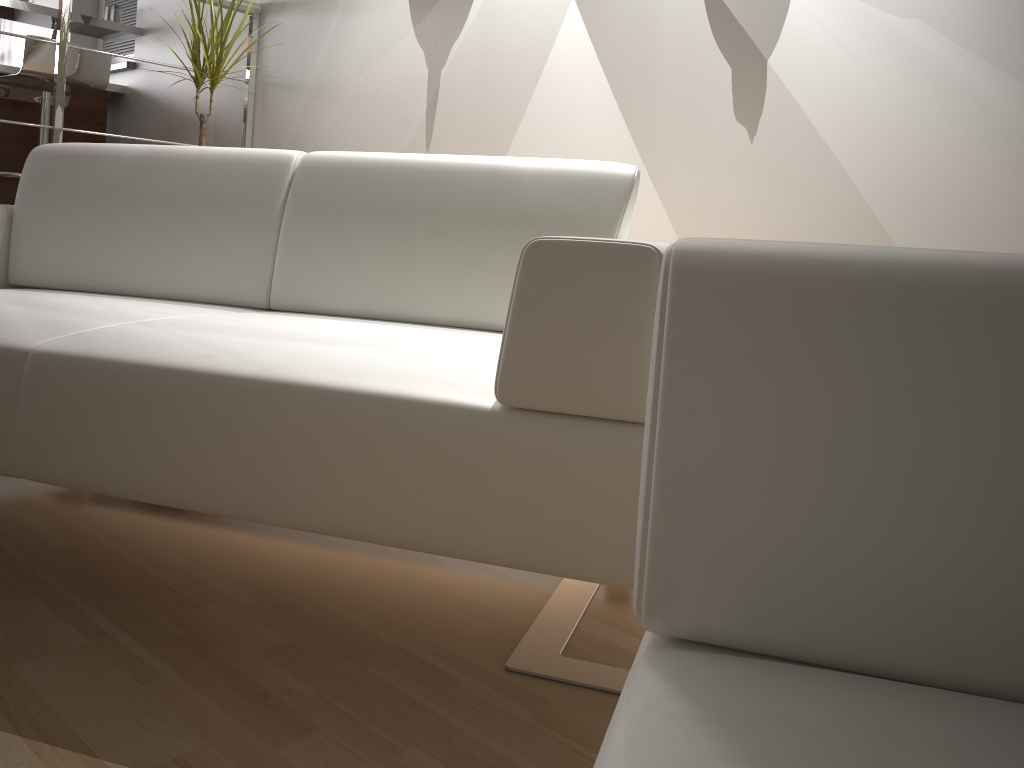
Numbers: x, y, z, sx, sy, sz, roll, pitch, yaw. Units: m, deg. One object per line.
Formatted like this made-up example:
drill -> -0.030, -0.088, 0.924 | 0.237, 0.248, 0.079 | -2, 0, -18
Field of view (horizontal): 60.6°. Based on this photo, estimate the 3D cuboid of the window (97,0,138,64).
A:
window -> -2.101, -2.349, 4.873 | 0.850, 1.262, 0.141 | 6, 2, 42

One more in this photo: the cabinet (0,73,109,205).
cabinet -> -2.941, -1.101, 4.012 | 0.639, 0.745, 1.851 | 7, 8, 42

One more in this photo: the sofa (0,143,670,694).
sofa -> -0.554, -0.107, 1.657 | 1.788, 0.736, 0.912 | 6, 6, 17

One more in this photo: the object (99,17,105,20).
object -> -2.064, -1.831, 4.420 | 0.051, 0.045, 0.051 | 4, 5, -1

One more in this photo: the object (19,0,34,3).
object -> -2.294, -1.797, 4.102 | 0.079, 0.045, 0.068 | 2, 7, -11

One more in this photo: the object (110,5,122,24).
object -> -2.010, -1.865, 4.449 | 0.053, 0.111, 0.052 | 5, 2, 26

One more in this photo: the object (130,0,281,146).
object -> -1.025, -0.703, 2.887 | 0.500, 1.468, 0.443 | 3, 1, -35

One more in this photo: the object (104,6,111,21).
object -> -2.058, -1.873, 4.483 | 0.053, 0.109, 0.052 | 5, 2, 26

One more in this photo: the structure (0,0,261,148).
structure -> -1.882, -0.992, 2.842 | 0.057, 1.044, 2.327 | 4, 6, 42

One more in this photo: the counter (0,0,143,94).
counter -> -2.780, -1.631, 4.043 | 0.847, 0.316, 2.106 | 11, 12, 41

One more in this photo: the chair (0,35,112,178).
chair -> -2.071, -1.072, 3.884 | 0.428, 0.844, 0.386 | 5, 2, 37
